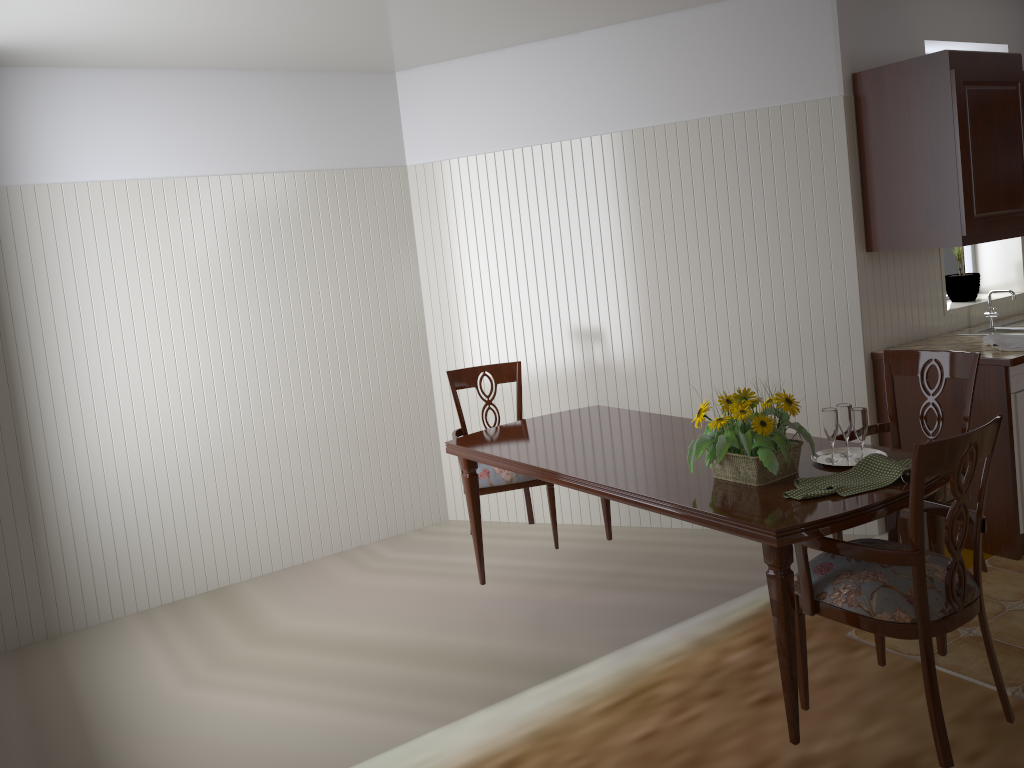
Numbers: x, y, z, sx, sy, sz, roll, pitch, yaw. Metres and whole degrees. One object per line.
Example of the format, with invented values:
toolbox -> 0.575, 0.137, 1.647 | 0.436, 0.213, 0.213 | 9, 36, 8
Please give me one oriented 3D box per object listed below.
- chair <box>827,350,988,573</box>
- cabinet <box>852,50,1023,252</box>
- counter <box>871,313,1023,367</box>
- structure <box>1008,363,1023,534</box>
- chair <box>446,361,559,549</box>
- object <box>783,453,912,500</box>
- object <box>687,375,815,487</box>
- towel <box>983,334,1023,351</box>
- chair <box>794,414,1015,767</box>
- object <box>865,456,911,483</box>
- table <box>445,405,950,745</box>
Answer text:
chair -> 1.320, 0.290, 2.950 | 0.462, 0.741, 0.405 | -10, 7, -35
cabinet -> 2.845, -0.987, 3.072 | 1.377, 0.773, 2.787 | -11, 10, -32
counter -> 3.107, -0.187, 3.244 | 1.836, 0.032, 2.789 | -12, 10, -32
structure -> 2.058, 0.249, 3.744 | 0.426, 0.742, 0.379 | -10, 6, -32
chair -> -0.047, 0.313, 3.776 | 0.405, 0.741, 0.462 | -7, 6, -10
object -> 0.927, 0.220, 2.288 | 0.530, 0.056, 0.167 | -9, 9, -19
object -> 0.639, 0.120, 2.434 | 0.320, 0.335, 0.299 | -12, 8, -40
towel -> 2.153, -0.152, 3.648 | 0.343, 0.096, 0.333 | -3, 9, 20
chair -> 0.944, 0.453, 2.176 | 0.407, 0.741, 0.460 | -10, 7, -32
object -> 0.973, 0.218, 2.290 | 0.047, 0.046, 0.147 | -9, 9, -19
table -> 0.509, 0.483, 2.870 | 0.739, 0.554, 1.681 | -11, 10, -32
